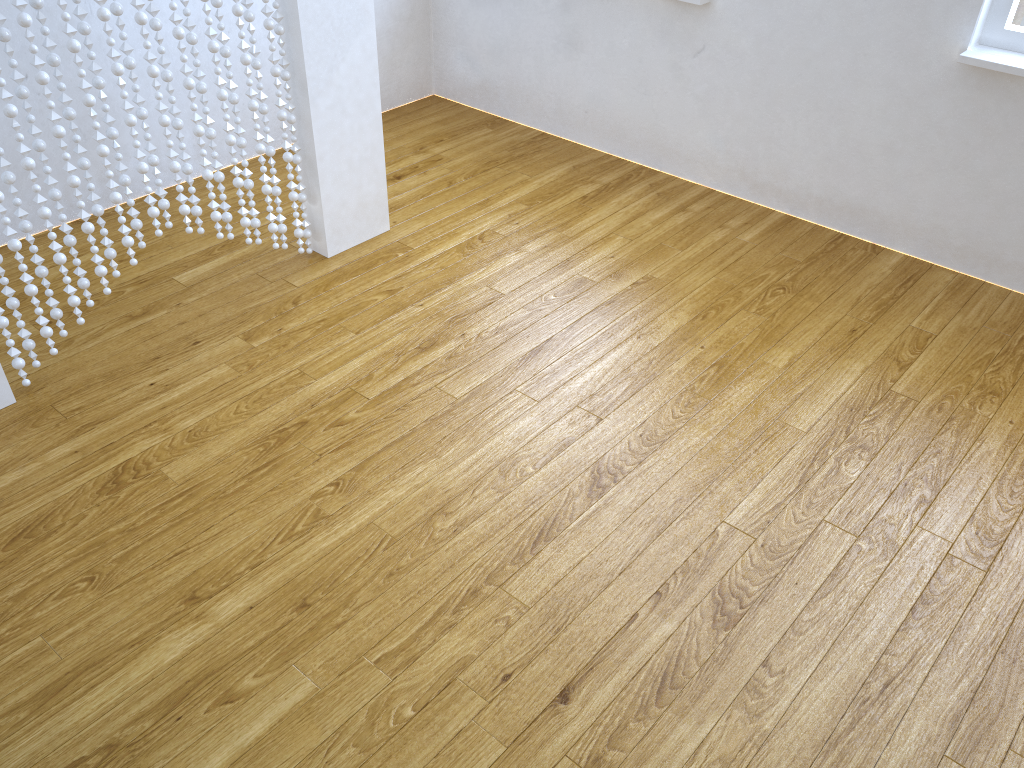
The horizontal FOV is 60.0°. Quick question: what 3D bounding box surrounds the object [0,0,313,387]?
[{"bbox_3d":[-0.882,-1.004,1.816,0.050,2.047,0.915,29,45,30],"label":"object"}]
